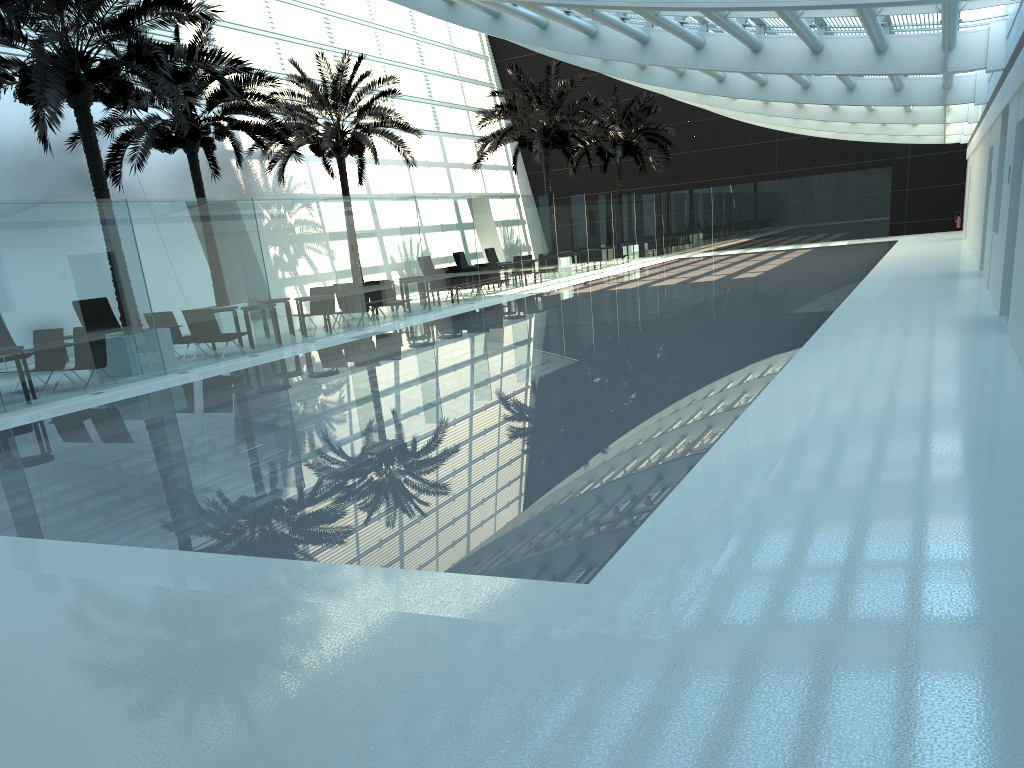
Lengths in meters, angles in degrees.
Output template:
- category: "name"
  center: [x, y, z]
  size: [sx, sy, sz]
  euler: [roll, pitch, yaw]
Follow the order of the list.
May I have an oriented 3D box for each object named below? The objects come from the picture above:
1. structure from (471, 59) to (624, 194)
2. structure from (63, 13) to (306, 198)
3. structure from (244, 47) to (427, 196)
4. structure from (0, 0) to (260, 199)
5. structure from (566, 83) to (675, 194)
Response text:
- category: "structure"
  center: [1.244, -7.281, 29.958]
  size: [4.822, 7.343, 4.235]
  euler: [0, 17, 19]
- category: "structure"
  center: [-7.238, -4.597, 19.943]
  size: [4.648, 7.149, 4.070]
  euler: [-4, 16, 5]
- category: "structure"
  center: [-4.906, -5.754, 25.107]
  size: [4.550, 7.212, 4.161]
  euler: [-15, 19, -29]
- category: "structure"
  center: [-6.793, -3.674, 13.726]
  size: [4.744, 7.343, 4.307]
  euler: [10, 22, 42]
- category: "structure"
  center: [4.689, -8.816, 36.852]
  size: [4.463, 7.342, 4.576]
  euler: [-4, 16, 4]
